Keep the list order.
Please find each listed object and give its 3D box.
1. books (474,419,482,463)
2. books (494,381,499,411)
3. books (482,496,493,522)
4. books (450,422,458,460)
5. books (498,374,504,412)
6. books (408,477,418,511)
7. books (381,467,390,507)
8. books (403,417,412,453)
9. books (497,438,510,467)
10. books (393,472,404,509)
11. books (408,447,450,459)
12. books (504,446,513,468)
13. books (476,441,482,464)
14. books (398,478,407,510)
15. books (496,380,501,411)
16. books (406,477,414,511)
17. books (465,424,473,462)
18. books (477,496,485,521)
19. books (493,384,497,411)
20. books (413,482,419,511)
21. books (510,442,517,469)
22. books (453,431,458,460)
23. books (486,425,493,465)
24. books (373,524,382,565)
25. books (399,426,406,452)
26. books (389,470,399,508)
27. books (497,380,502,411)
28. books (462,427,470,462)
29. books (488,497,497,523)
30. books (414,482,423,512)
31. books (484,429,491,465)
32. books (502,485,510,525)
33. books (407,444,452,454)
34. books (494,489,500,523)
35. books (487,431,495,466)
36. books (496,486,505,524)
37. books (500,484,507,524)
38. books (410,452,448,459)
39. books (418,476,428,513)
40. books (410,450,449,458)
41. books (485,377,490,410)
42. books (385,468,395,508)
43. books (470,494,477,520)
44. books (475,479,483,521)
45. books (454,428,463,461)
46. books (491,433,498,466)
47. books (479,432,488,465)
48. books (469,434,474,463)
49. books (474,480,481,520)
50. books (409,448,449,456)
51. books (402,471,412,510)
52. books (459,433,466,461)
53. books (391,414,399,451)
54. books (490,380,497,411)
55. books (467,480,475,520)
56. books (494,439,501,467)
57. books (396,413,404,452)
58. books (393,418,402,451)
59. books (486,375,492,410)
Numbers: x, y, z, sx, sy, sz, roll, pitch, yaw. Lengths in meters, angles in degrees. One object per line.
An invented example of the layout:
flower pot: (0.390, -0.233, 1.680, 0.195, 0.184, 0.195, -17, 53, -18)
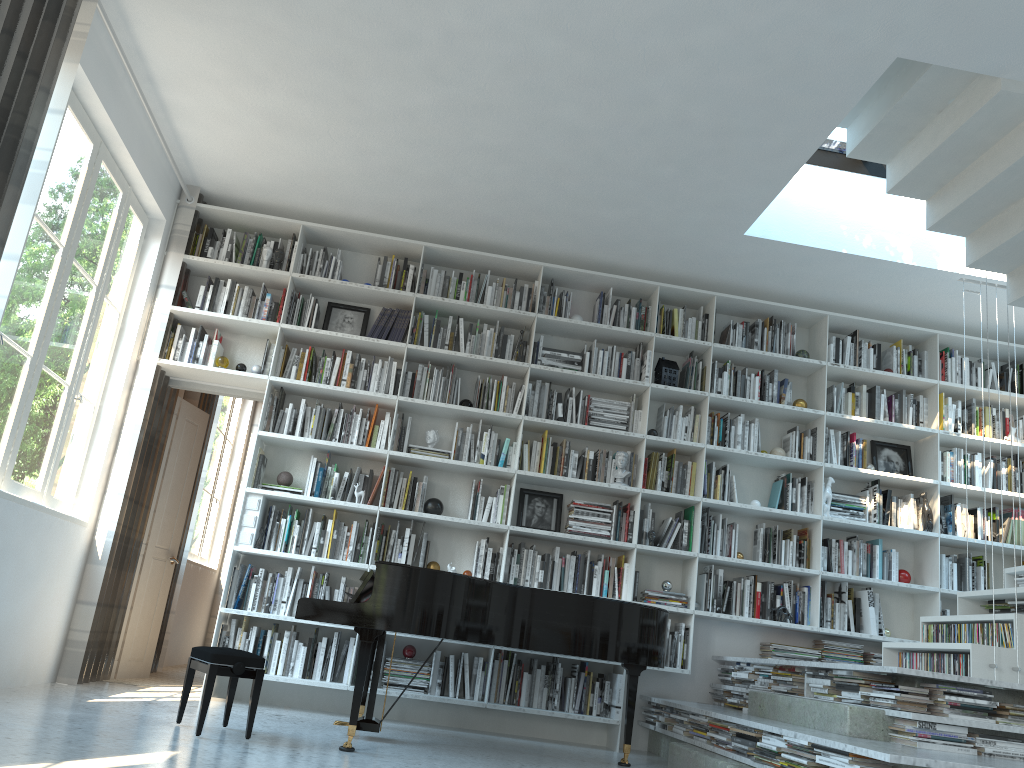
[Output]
books: (-0.238, 0.418, 6.018, 0.010, 0.328, 0.174, 9, -16, -5)
books: (-0.113, 0.118, 6.120, 0.017, 0.252, 0.140, 9, -16, -5)
books: (-0.170, 0.853, 5.907, 0.057, 0.188, 0.156, 9, -16, -5)
books: (-0.395, 0.413, 5.994, 0.012, 0.284, 0.160, 9, -16, -5)
books: (-0.087, 0.096, 6.125, 0.006, 0.303, 0.166, 9, -16, -5)
books: (-0.660, 0.752, 5.892, 0.028, 0.247, 0.143, 9, -16, -5)
books: (-0.838, 0.704, 5.874, 0.012, 0.284, 0.160, 9, -16, -5)
books: (-0.708, 0.370, 5.977, 0.021, 0.277, 0.137, 9, -16, -5)
books: (-0.064, 0.493, 6.013, 0.060, 0.227, 0.179, 9, -16, -5)
books: (-0.753, 0.724, 5.867, 0.036, 0.262, 0.167, 9, -16, -5)
books: (-0.559, 0.463, 5.971, 0.285, 0.012, 0.160, 8, -17, -3)
books: (-0.026, 0.527, 6.027, 0.027, 0.180, 0.142, 9, -16, -5)
books: (-0.231, 0.491, 6.014, 0.025, 0.188, 0.140, 9, -16, -5)
books: (-0.726, 0.747, 5.868, 0.025, 0.227, 0.153, 9, -16, -5)
books: (-0.101, 0.114, 6.122, 0.004, 0.264, 0.142, 9, -16, -5)
books: (-0.679, 0.746, 5.874, 0.014, 0.243, 0.153, 9, -16, -5)
books: (-0.298, 0.427, 6.000, 0.012, 0.285, 0.168, 9, -16, -5)
books: (-0.215, 0.853, 5.917, 0.030, 0.182, 0.155, 9, -16, -5)
books: (-0.128, 0.127, 6.128, 0.011, 0.235, 0.131, 9, -16, -5)
books: (-0.642, 0.769, 5.869, 0.011, 0.207, 0.180, 9, -16, -5)
books: (0.002, 0.515, 6.037, 0.026, 0.216, 0.127, 9, -16, -5)
books: (-0.389, 0.444, 6.001, 0.010, 0.231, 0.155, 9, -16, -5)
books: (-0.165, 0.442, 6.015, 0.011, 0.300, 0.179, 9, -16, -5)
books: (-0.873, 1.057, 5.771, 0.013, 0.274, 0.147, 9, -16, -5)
books: (-0.740, 0.400, 5.971, 0.034, 0.209, 0.136, 9, -16, -5)
books: (-0.784, 0.716, 5.873, 0.026, 0.274, 0.155, 9, -16, -5)
books: (-0.096, 0.119, 6.115, 0.006, 0.252, 0.181, 9, -16, -5)
books: (-0.318, 0.437, 6.007, 0.022, 0.266, 0.151, 9, -16, -5)
books: (-0.131, 0.861, 5.915, 0.024, 0.187, 0.173, 9, -16, -5)
books: (-0.622, 0.767, 5.868, 0.028, 0.215, 0.175, 9, -16, -5)
books: (-0.177, 0.455, 6.001, 0.012, 0.264, 0.193, 9, -16, -5)
books: (-0.052, 0.825, 5.924, 0.021, 0.280, 0.162, 9, -16, -5)
books: (-0.557, 0.451, 5.970, 0.285, 0.012, 0.160, 10, -17, -9)
books: (-0.109, 0.834, 5.914, 0.012, 0.244, 0.171, 9, -16, -5)
books: (-0.151, 0.464, 6.012, 0.023, 0.259, 0.171, 9, -16, -5)
books: (-0.089, 0.827, 5.925, 0.027, 0.268, 0.179, 9, -16, -5)
books: (-0.068, 0.823, 5.919, 0.011, 0.278, 0.188, 9, -16, -5)
books: (-0.564, 0.497, 5.957, 0.254, 0.012, 0.161, 10, -17, -9)
books: (-0.593, 0.752, 5.892, 0.028, 0.265, 0.145, 9, -16, -5)
books: (-0.562, 0.485, 5.958, 0.254, 0.012, 0.161, 11, -17, -10)
books: (-0.177, 0.097, 6.117, 0.005, 0.274, 0.157, 9, -16, -5)
books: (-0.808, 0.706, 5.867, 0.025, 0.283, 0.146, 9, -16, -5)
books: (-0.263, 0.840, 5.899, 0.025, 0.185, 0.154, 9, -16, -5)
books: (-0.228, 0.793, 5.925, 0.012, 0.297, 0.166, 9, -16, -5)
books: (-0.366, 0.435, 5.987, 0.030, 0.246, 0.175, 9, -16, -5)
books: (-0.131, 0.475, 6.033, 0.022, 0.255, 0.152, 9, -16, -5)
books: (-0.199, 0.463, 6.007, 0.028, 0.246, 0.170, 9, -16, -5)
books: (-0.274, 0.466, 6.009, 0.048, 0.224, 0.150, 9, -16, -5)
books: (-0.240, 0.795, 5.926, 0.011, 0.290, 0.156, 9, -16, -5)
books: (-0.561, 0.474, 5.965, 0.254, 0.012, 0.161, 10, -17, -8)
books: (-0.695, 0.723, 5.857, 0.026, 0.273, 0.190, 9, -16, -5)
books: (-0.345, 0.456, 6.014, 0.024, 0.226, 0.138, 9, -16, -5)
books: (-0.792, 0.355, 5.975, 0.012, 0.284, 0.160, 9, -16, -5)
books: (-0.135, 0.112, 6.094, 0.013, 0.243, 0.189, 9, -16, -5)
books: (-0.276, 0.791, 5.915, 0.012, 0.284, 0.160, 9, -16, -5)
books: (-0.110, 0.497, 6.030, 0.026, 0.218, 0.150, 9, -16, -5)
books: (-0.758, 0.357, 5.991, 0.011, 0.297, 0.136, 9, -16, -5)
books: (-0.775, 0.369, 5.967, 0.024, 0.256, 0.134, 9, -16, -5)
books: (-0.159, 0.097, 6.131, 0.033, 0.286, 0.155, 9, -16, -5)
